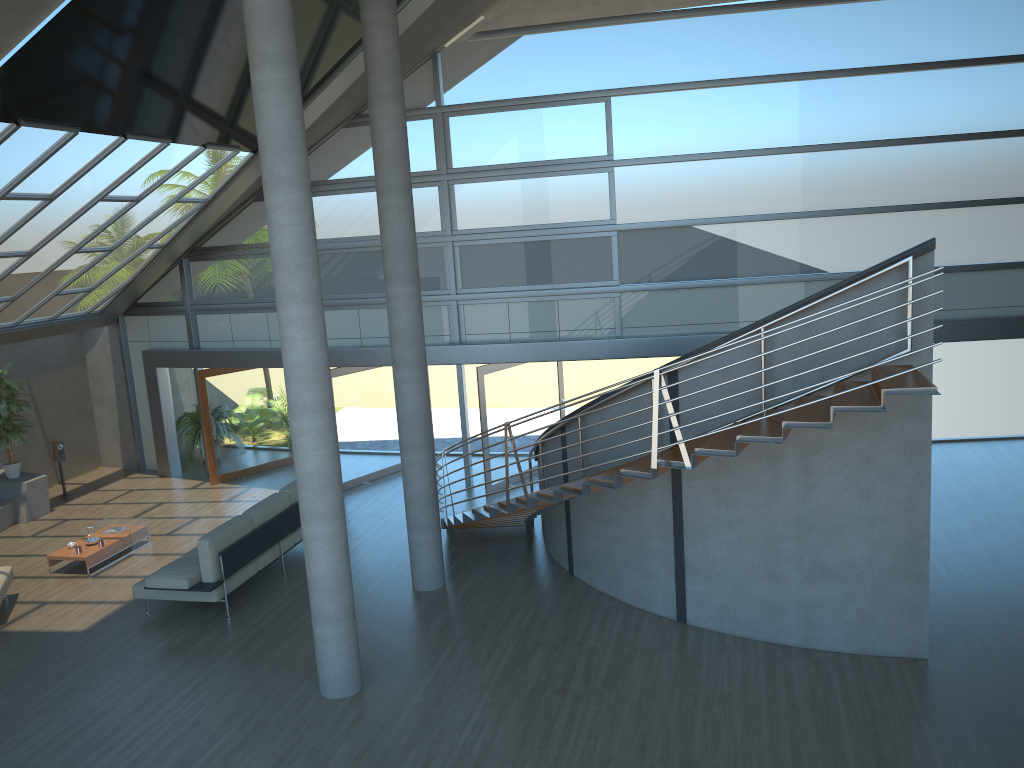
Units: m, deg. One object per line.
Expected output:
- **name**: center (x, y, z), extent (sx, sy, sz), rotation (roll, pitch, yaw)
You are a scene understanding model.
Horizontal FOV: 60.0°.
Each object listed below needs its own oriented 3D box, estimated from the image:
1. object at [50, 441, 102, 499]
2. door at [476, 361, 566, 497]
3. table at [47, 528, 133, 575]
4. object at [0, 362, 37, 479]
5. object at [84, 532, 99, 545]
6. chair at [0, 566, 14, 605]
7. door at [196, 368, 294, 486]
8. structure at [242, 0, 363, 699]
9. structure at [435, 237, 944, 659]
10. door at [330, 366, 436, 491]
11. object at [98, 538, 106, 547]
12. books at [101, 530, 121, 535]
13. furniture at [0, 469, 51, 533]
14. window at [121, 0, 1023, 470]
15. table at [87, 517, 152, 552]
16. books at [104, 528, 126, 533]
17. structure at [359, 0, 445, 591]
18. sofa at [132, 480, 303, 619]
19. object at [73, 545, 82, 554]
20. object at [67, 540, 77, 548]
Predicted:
- **object**: center (-9.735, 1.926, 12.953), extent (7.863, 0.982, 21.345), rotation (-1, 10, 18)
- **door**: center (0.214, 0.520, 14.086), extent (0.200, 1.977, 2.298), rotation (3, 12, 35)
- **table**: center (-5.469, 2.190, 11.784), extent (0.600, 0.250, 1.200), rotation (-1, 10, 15)
- **object**: center (-7.932, 0.563, 13.836), extent (0.932, 1.857, 0.895), rotation (-9, 11, -26)
- **object**: center (-5.496, 2.017, 11.592), extent (0.178, 0.161, 0.178), rotation (-10, 12, -33)
- **chair**: center (-6.430, 2.176, 10.047), extent (1.244, 1.023, 1.217), rotation (-7, 11, -19)
- **door**: center (-4.375, 0.554, 15.664), extent (0.200, 1.977, 2.298), rotation (6, 14, 43)
- **structure**: center (-1.768, -0.779, 7.337), extent (0.381, 7.125, 0.382), rotation (-1, 10, 15)
- **structure**: center (0.956, 0.529, 8.942), extent (2.349, 3.653, 6.809), rotation (-11, 12, -36)
- **door**: center (-2.144, 0.561, 14.767), extent (0.200, 1.977, 2.298), rotation (4, 13, 38)
- **object**: center (-5.314, 2.054, 11.484), extent (0.070, 0.101, 0.085), rotation (5, 13, 42)
- **books**: center (-5.433, 2.005, 12.081), extent (0.275, 0.005, 0.189), rotation (-5, 10, -5)
- **furniture**: center (-7.991, 1.954, 13.103), extent (1.577, 0.610, 2.936), rotation (-1, 10, 15)
- **window**: center (0.871, -1.787, 13.512), extent (16.616, 6.630, 1.098), rotation (-2, 10, 13)
- **table**: center (-5.374, 2.063, 12.155), extent (0.680, 0.342, 0.400), rotation (-1, 10, 15)
- **books**: center (-5.404, 1.992, 12.125), extent (0.275, 0.005, 0.189), rotation (-4, 10, -2)
- **structure**: center (-1.191, -1.207, 9.549), extent (0.381, 7.125, 0.382), rotation (-10, 12, -31)
- **sofa**: center (-3.335, 1.870, 10.876), extent (1.166, 0.947, 3.079), rotation (-1, 10, 14)
- **object**: center (-5.521, 2.103, 11.286), extent (0.085, 0.101, 0.070), rotation (-1, 10, 13)
- **object**: center (-5.720, 2.083, 11.520), extent (0.102, 0.086, 0.100), rotation (0, 11, 19)
